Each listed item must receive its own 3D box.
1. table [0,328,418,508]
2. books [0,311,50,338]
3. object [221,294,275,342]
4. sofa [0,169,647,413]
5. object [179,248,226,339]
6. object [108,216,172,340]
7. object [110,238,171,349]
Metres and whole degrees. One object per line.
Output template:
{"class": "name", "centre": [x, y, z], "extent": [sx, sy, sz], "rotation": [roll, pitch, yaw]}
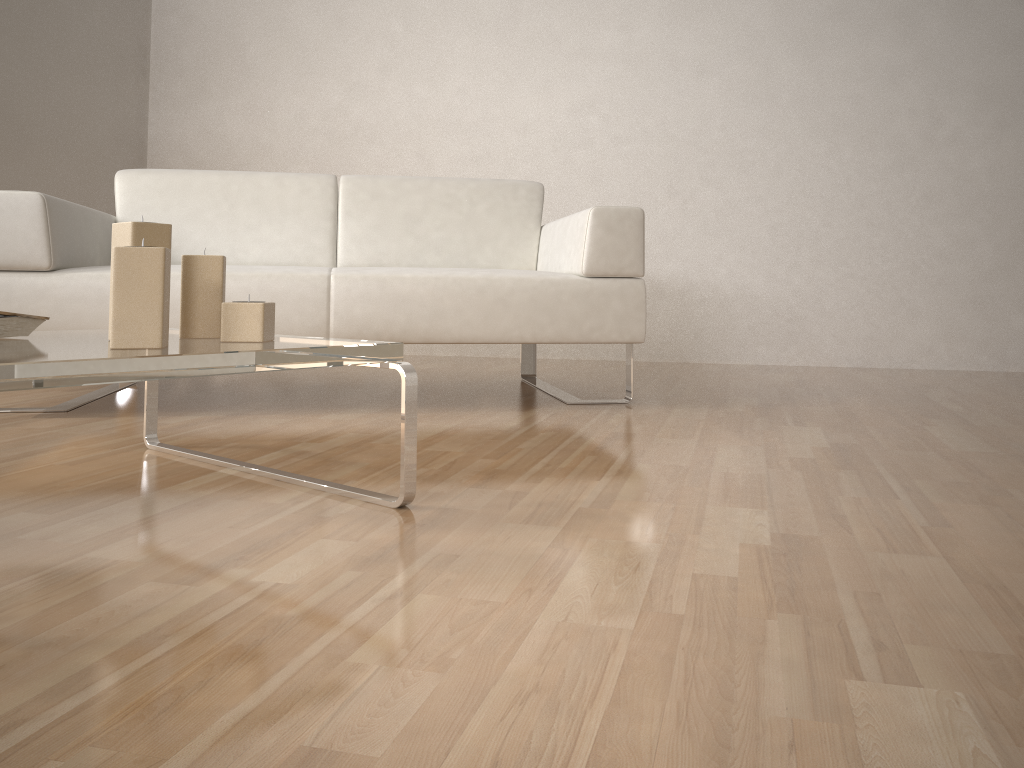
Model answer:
{"class": "table", "centre": [-0.674, 0.060, 1.330], "extent": [0.796, 0.250, 0.701], "rotation": [5, 7, 40]}
{"class": "books", "centre": [-0.920, -0.099, 1.362], "extent": [0.204, 0.056, 0.292], "rotation": [4, 6, 30]}
{"class": "object", "centre": [-0.412, -0.104, 1.370], "extent": [0.067, 0.074, 0.067], "rotation": [0, 1, 0]}
{"class": "sofa", "centre": [-0.564, -0.338, 2.787], "extent": [1.781, 0.743, 0.908], "rotation": [0, 2, -10]}
{"class": "object", "centre": [-0.517, -0.153, 1.467], "extent": [0.067, 0.152, 0.067], "rotation": [1, -2, -15]}
{"class": "object", "centre": [-0.580, -0.166, 1.367], "extent": [0.067, 0.197, 0.067], "rotation": [-1, -3, 40]}
{"class": "object", "centre": [-0.509, -0.125, 1.205], "extent": [0.067, 0.151, 0.067], "rotation": [1, -2, -15]}
